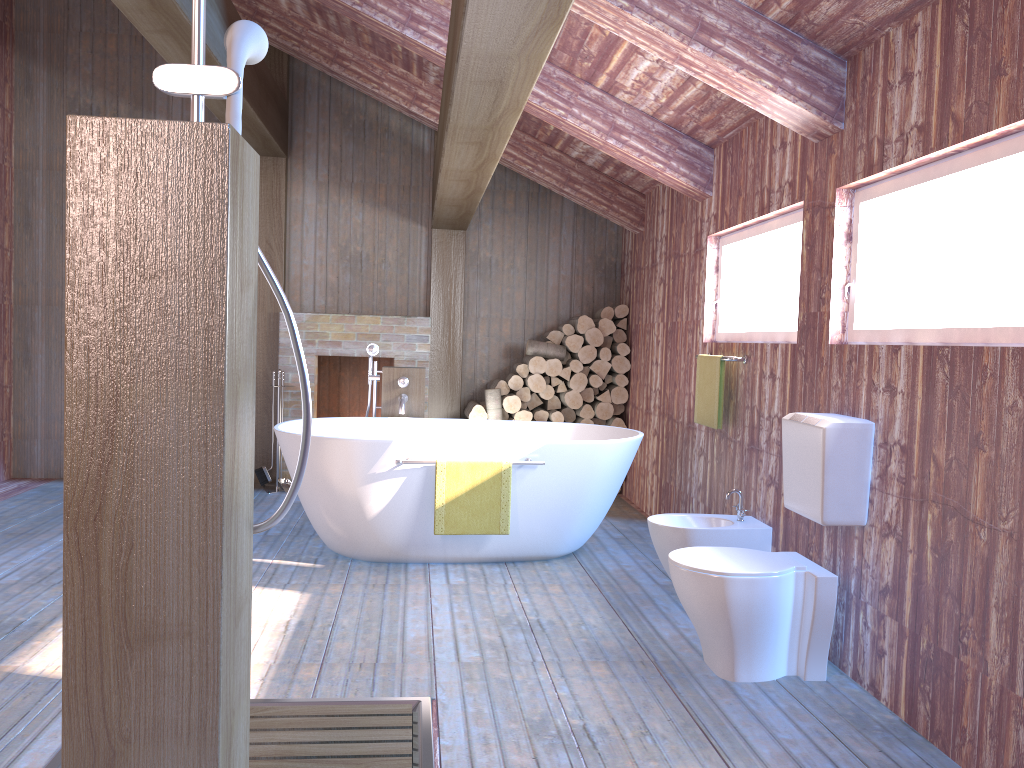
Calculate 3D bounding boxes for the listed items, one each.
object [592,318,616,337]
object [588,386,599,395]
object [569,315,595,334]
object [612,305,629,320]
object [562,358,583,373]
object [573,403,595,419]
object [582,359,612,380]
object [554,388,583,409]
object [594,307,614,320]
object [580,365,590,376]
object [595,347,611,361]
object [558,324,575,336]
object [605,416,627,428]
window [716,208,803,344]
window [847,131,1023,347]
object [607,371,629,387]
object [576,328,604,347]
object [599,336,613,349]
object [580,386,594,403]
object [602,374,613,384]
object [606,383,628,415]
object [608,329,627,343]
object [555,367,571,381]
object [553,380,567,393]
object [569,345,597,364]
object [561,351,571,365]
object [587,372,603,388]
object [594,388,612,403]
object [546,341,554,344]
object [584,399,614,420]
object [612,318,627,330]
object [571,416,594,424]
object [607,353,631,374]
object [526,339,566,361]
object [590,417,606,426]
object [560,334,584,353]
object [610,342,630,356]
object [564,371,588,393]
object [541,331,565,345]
[{"bbox_3d":[0.688,-0.433,6.814,0.133,0.142,0.456,2,3,-5],"label":"object"},{"bbox_3d":[0.615,0.047,6.797,0.065,0.069,0.177,1,3,-7],"label":"object"},{"bbox_3d":[0.530,-0.452,6.794,0.135,0.139,0.456,2,3,-5],"label":"object"},{"bbox_3d":[0.816,-0.551,6.838,0.112,0.113,0.271,2,3,-6],"label":"object"},{"bbox_3d":[0.456,-0.147,6.779,0.102,0.109,0.438,2,3,-6],"label":"object"},{"bbox_3d":[0.542,0.200,6.785,0.114,0.113,0.301,1,3,-8],"label":"object"},{"bbox_3d":[0.637,-0.118,6.833,0.172,0.151,0.482,2,3,-5],"label":"object"},{"bbox_3d":[0.427,0.105,6.792,0.141,0.143,0.437,1,3,-8],"label":"object"},{"bbox_3d":[0.709,-0.531,6.826,0.104,0.121,0.270,2,3,-5],"label":"object"},{"bbox_3d":[0.531,-0.097,6.771,0.095,0.090,0.278,2,3,-5],"label":"object"},{"bbox_3d":[0.676,-0.232,6.801,0.089,0.106,0.437,2,3,-5],"label":"object"},{"bbox_3d":[0.414,-0.413,6.754,0.094,0.097,0.227,2,3,-5],"label":"object"},{"bbox_3d":[0.762,0.309,6.860,0.139,0.137,0.455,1,3,-8],"label":"object"},{"bbox_3d":[1.209,-0.486,4.253,0.054,0.587,1.255,2,3,-5],"label":"window"},{"bbox_3d":[1.350,-0.407,2.715,0.054,0.587,1.255,2,3,-5],"label":"window"},{"bbox_3d":[0.797,-0.041,6.825,0.102,0.109,0.438,2,3,-6],"label":"object"},{"bbox_3d":[0.581,-0.358,6.786,0.141,0.143,0.437,1,3,-8],"label":"object"},{"bbox_3d":[0.690,-0.321,6.901,0.132,0.119,0.319,2,3,-5],"label":"object"},{"bbox_3d":[0.545,0.072,6.789,0.111,0.118,0.302,1,3,-7],"label":"object"},{"bbox_3d":[0.731,-0.045,6.863,0.088,0.092,0.280,2,3,-5],"label":"object"},{"bbox_3d":[0.780,0.124,6.841,0.137,0.256,0.439,2,3,-6],"label":"object"},{"bbox_3d":[0.805,-0.370,6.846,0.107,0.115,0.269,2,3,-5],"label":"object"},{"bbox_3d":[0.365,-0.079,6.773,0.109,0.124,0.424,2,3,-7],"label":"object"},{"bbox_3d":[0.367,0.011,6.785,0.085,0.096,0.280,2,3,-5],"label":"object"},{"bbox_3d":[0.537,-0.223,6.788,0.143,0.151,0.440,2,3,-6],"label":"object"},{"bbox_3d":[0.377,-0.216,6.868,0.121,0.124,0.291,2,3,-5],"label":"object"},{"bbox_3d":[0.603,-0.036,6.802,0.102,0.109,0.438,2,3,-6],"label":"object"},{"bbox_3d":[0.669,0.075,6.817,0.115,0.112,0.423,2,3,-6],"label":"object"},{"bbox_3d":[0.259,-0.267,6.851,0.113,0.130,0.291,2,3,-5],"label":"object"},{"bbox_3d":[0.664,0.192,6.830,0.137,0.133,0.437,1,3,-8],"label":"object"},{"bbox_3d":[0.815,-0.467,6.857,0.081,0.100,0.281,2,3,-6],"label":"object"},{"bbox_3d":[0.541,0.308,6.786,0.116,0.117,0.289,1,3,-8],"label":"object"},{"bbox_3d":[0.792,-0.160,6.822,0.147,0.152,0.439,2,3,-6],"label":"object"},{"bbox_3d":[0.254,-0.253,6.653,0.302,0.157,0.121,2,3,-5],"label":"object"},{"bbox_3d":[0.639,0.303,6.926,0.118,0.106,0.319,1,3,-8],"label":"object"},{"bbox_3d":[0.440,-0.316,6.791,0.139,0.148,0.458,2,3,-6],"label":"object"},{"bbox_3d":[0.809,-0.272,6.814,0.102,0.109,0.438,2,3,-6],"label":"object"},{"bbox_3d":[0.474,-0.018,6.791,0.136,0.157,0.439,2,3,-5],"label":"object"},{"bbox_3d":[0.315,-0.351,6.854,0.140,0.121,0.319,2,3,-5],"label":"object"}]
